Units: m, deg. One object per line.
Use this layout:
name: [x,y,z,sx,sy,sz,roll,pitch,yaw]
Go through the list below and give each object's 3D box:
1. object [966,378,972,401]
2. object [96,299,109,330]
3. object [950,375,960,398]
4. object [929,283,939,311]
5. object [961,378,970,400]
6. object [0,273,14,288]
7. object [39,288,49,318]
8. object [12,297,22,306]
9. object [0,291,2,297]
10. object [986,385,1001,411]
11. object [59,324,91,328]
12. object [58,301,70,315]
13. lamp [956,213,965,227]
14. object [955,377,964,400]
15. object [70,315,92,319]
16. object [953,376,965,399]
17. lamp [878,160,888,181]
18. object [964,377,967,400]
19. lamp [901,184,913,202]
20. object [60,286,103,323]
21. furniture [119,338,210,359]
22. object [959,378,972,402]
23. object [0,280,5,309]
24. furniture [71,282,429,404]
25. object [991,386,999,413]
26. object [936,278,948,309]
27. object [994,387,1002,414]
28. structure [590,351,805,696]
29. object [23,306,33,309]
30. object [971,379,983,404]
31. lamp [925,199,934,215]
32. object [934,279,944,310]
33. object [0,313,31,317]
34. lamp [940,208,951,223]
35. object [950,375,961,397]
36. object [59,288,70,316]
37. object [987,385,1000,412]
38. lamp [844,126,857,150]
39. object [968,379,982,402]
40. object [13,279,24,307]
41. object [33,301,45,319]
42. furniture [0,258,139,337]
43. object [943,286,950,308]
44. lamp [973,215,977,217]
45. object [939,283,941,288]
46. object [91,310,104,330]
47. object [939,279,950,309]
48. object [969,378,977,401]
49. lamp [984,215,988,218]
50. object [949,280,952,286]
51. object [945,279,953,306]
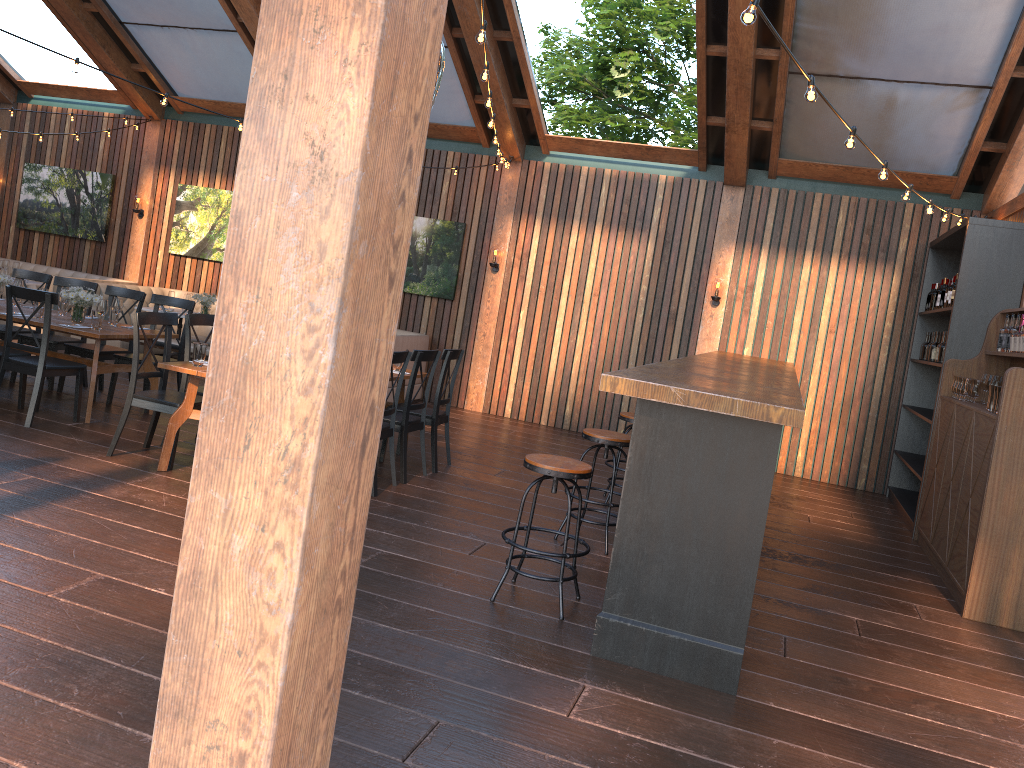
object: [3.771,0.047,7.288,0.070,0.185,0.070,10,3,21]
object: [-3.385,-0.576,7.298,0.092,0.244,0.093,8,3,-31]
object: [3.702,0.027,7.375,0.070,0.185,0.070,10,3,21]
object: [4.378,-0.893,9.149,0.076,0.302,0.075,11,3,34]
object: [3.667,0.040,7.191,0.070,0.185,0.070,10,3,21]
object: [-4.656,-0.875,7.901,0.328,0.308,0.338,6,5,-38]
object: [-3.947,-0.680,7.430,0.092,0.244,0.093,8,3,-31]
object: [-4.523,-0.797,8.095,0.092,0.158,0.091,12,4,43]
object: [-4.401,-0.716,7.520,0.092,0.158,0.091,12,4,43]
object: [3.271,0.100,6.016,0.073,0.180,0.074,9,3,-9]
object: [-3.530,-0.474,7.187,0.158,0.019,0.255,11,6,17]
object: [-4.032,-0.704,7.958,0.092,0.158,0.091,12,4,43]
lamp: [3.864,-1.414,7.628,0.062,0.119,0.056,10,3,23]
object: [3.616,0.039,7.124,0.070,0.185,0.070,10,3,21]
object: [-3.860,-0.607,7.970,0.158,0.019,0.255,11,6,17]
object: [3.674,0.032,7.281,0.070,0.185,0.070,10,3,21]
lamp: [2.150,-1.233,5.113,0.056,0.121,0.056,8,3,-15]
object: [3.787,0.040,7.374,0.070,0.185,0.070,10,3,21]
lamp: [2.564,-1.244,5.748,0.056,0.119,0.059,9,3,-10]
object: [-3.680,-0.682,7.543,0.335,0.309,0.331,8,4,-16]
furniture: [-3.607,-0.243,10.130,2.336,0.398,0.313,11,4,17]
object: [3.601,0.046,7.029,0.070,0.185,0.070,10,3,21]
object: [-4.429,-0.775,7.621,0.092,0.244,0.093,8,3,-31]
furniture: [-3.236,-0.526,11.182,4.170,0.857,1.711,11,5,17]
object: [3.223,0.108,5.860,0.073,0.180,0.074,9,3,-9]
object: [4.266,-0.886,8.754,0.087,0.333,0.088,9,2,-3]
object: [3.199,0.112,5.782,0.073,0.180,0.074,9,3,-9]
structure: [1.703,0.486,7.007,0.859,1.270,6.808,10,6,17]
object: [-4.361,-0.702,8.109,0.158,0.019,0.255,11,6,17]
object: [3.691,0.060,7.038,0.070,0.185,0.070,10,3,21]
lamp: [3.010,-1.274,6.367,0.056,0.121,0.057,7,4,-40]
object: [4.290,-0.888,8.854,0.081,0.323,0.081,9,2,-5]
object: [-4.094,-0.579,7.331,0.158,0.019,0.255,11,6,17]
lamp: [3.429,-1.335,7.004,0.061,0.119,0.056,10,3,16]
object: [3.734,0.023,7.454,0.070,0.185,0.070,10,3,21]
object: [-3.975,-0.727,7.849,0.092,0.244,0.093,8,3,-31]
object: [3.239,0.102,5.942,0.073,0.180,0.074,9,3,-9]
lamp: [1.721,-1.249,4.491,0.056,0.121,0.057,8,3,-21]
object: [3.721,0.056,7.115,0.070,0.185,0.070,10,3,21]
object: [-4.465,-0.820,7.984,0.092,0.244,0.093,8,3,-31]
object: [-3.918,-0.621,7.328,0.092,0.158,0.091,12,4,43]
furniture: [-7.496,-1.345,12.516,4.170,0.857,1.711,11,5,17]
object: [4.218,-0.853,8.460,0.136,0.315,0.137,8,3,-21]
lamp: [4.306,-1.512,8.250,0.056,0.119,0.058,8,3,-29]
object: [4.443,-0.894,9.215,0.078,0.311,0.078,10,2,12]
object: [-3.366,-0.517,7.176,0.092,0.158,0.091,12,4,43]
object: [4.204,-0.866,8.582,0.077,0.308,0.077,9,2,-5]
object: [3.751,0.052,7.206,0.070,0.185,0.070,10,3,21]
lamp: [4.726,-1.635,8.874,0.067,0.117,0.056,9,3,3]
object: [4.273,-0.863,8.654,0.078,0.311,0.078,10,2,12]
object: [4.155,-0.847,8.362,0.075,0.302,0.075,9,2,0]
